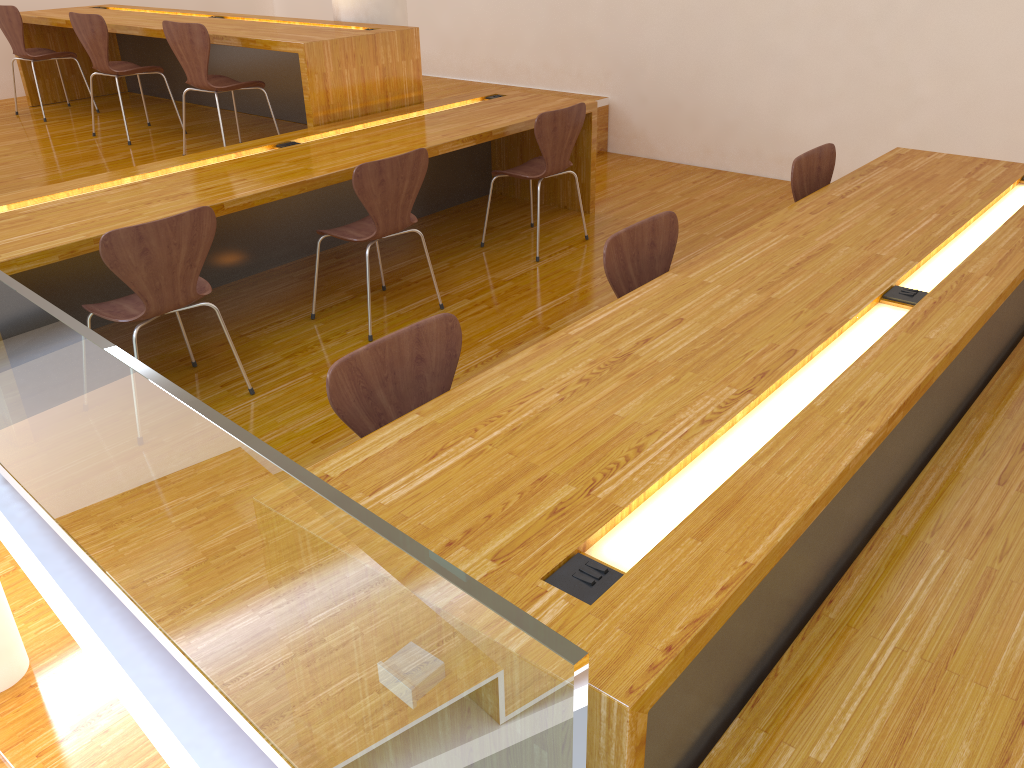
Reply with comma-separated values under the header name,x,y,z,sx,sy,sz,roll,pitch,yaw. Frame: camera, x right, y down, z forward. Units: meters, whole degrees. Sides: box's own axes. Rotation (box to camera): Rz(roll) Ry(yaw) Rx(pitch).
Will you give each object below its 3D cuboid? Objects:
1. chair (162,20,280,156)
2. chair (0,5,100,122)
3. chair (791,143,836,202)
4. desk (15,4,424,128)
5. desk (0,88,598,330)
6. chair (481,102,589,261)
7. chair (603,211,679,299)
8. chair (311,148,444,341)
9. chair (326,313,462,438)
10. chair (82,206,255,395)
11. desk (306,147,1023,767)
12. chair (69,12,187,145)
name,x,y,z,sx,sy,sz,roll,pitch,yaw
chair,-1.492,-1.523,4.600,0.428,0.693,0.381,20,35,35
chair,-3.073,-2.130,5.825,0.428,0.693,0.381,20,35,35
chair,1.254,-0.507,3.339,0.381,0.693,0.428,20,35,35
desk,-1.946,-1.915,5.448,3.185,0.606,0.760,20,35,35
desk,-0.847,-0.761,4.018,0.760,0.606,3.185,20,35,35
chair,0.111,-1.029,4.383,0.381,0.693,0.428,20,35,35
chair,0.509,-0.105,2.607,0.381,0.693,0.428,20,35,35
chair,-0.576,-0.606,3.607,0.381,0.693,0.428,20,35,35
chair,-0.113,0.253,1.953,0.381,0.693,0.428,20,35,35
chair,-1.198,-0.248,2.953,0.381,0.693,0.428,20,35,35
desk,1.068,0.199,2.442,1.285,0.918,3.236,20,35,35
chair,-2.238,-1.799,5.157,0.428,0.693,0.381,20,35,35
